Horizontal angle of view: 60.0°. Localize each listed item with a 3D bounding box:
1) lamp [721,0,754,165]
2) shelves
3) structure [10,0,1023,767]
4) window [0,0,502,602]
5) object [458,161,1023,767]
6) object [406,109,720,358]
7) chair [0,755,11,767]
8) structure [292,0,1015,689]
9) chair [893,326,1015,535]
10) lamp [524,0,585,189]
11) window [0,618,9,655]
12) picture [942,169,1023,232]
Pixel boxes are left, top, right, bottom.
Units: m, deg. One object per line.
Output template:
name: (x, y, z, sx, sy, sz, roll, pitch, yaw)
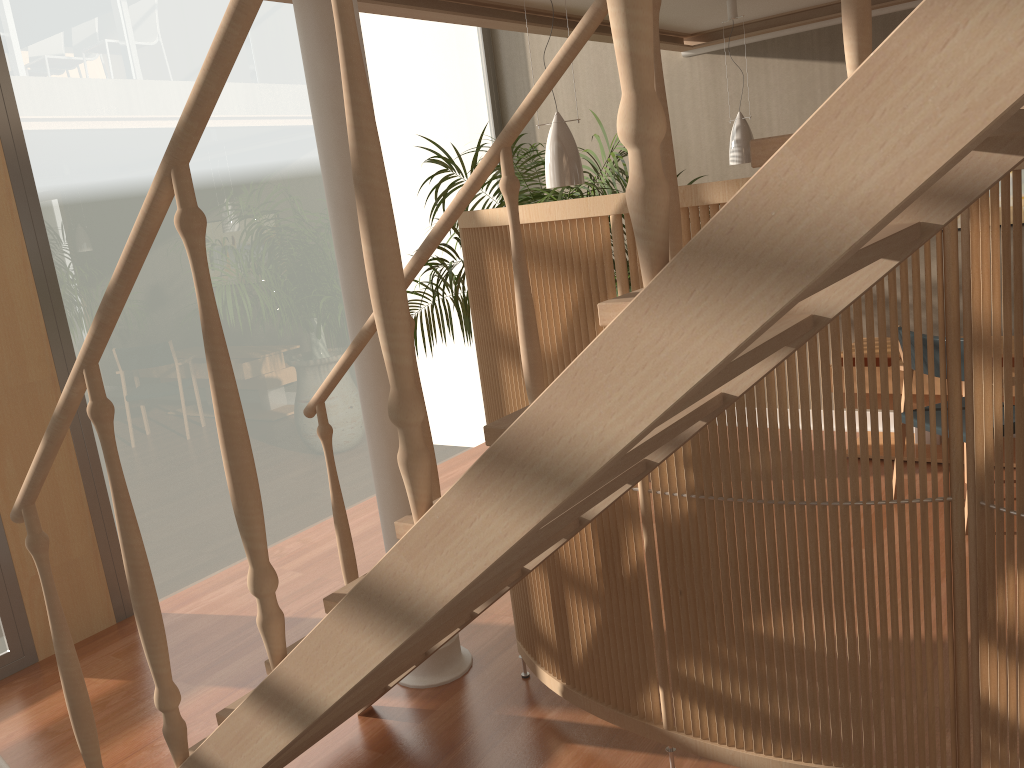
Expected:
lamp: (1.147, -1.529, 4.509, 0.139, 0.800, 0.139, -5, 12, 11)
shelves: (2.542, 0.107, 4.547, 1.600, 0.590, 0.658, 1, 15, 36)
structure: (0.232, -0.463, 1.456, 3.150, 3.578, 1.000, 1, 15, 36)
window: (-1.130, -1.659, 4.979, 0.020, 5.200, 3.340, 1, 15, 36)
object: (0.705, 0.265, 2.194, 2.229, 1.542, 0.233, 3, 16, 41)
object: (0.305, -0.380, 5.191, 2.109, 2.304, 2.157, -1, 14, 29)
chair: (-1.434, 1.155, 1.762, 0.900, 0.740, 0.905, -18, 16, -42)
structure: (2.034, 0.111, 0.163, 10.775, 2.533, 8.342, 1, 15, 36)
chair: (2.080, 0.152, 4.024, 0.509, 0.856, 0.582, -10, 12, -13)
lamp: (0.143, -1.104, 3.130, 0.139, 0.800, 0.139, -17, 15, -38)
window: (-2.895, -0.139, 2.554, 0.020, 3.100, 2.095, 1, 15, 36)
picture: (2.601, -1.147, 4.669, 1.317, 0.633, 0.010, 1, 15, 36)
